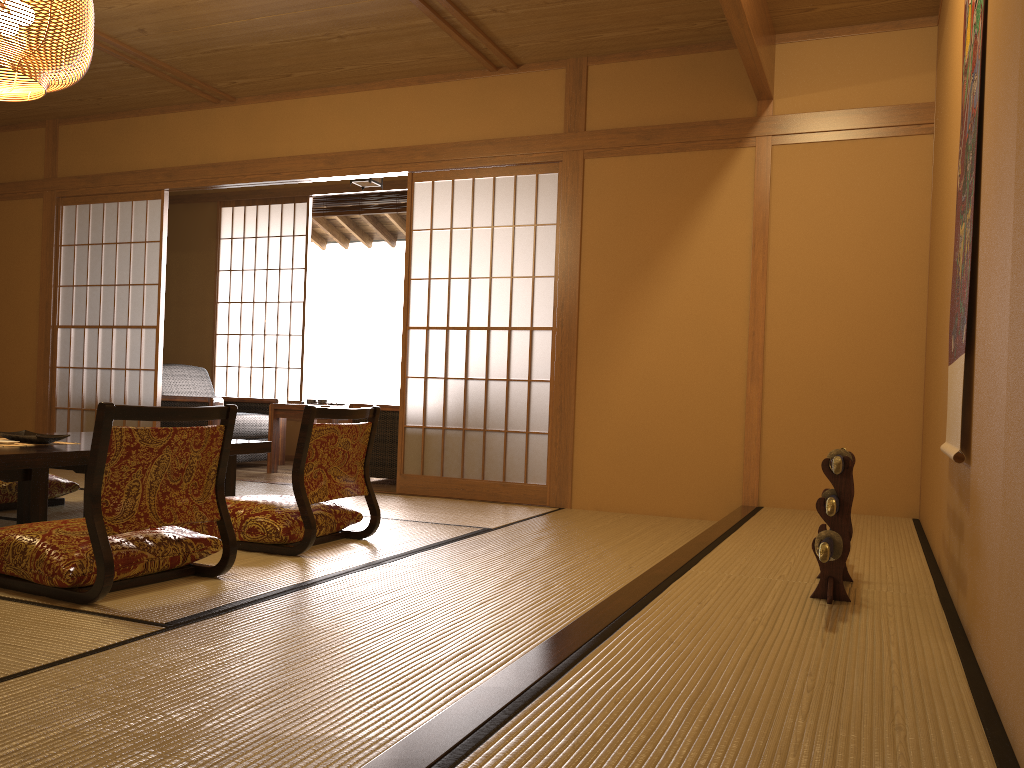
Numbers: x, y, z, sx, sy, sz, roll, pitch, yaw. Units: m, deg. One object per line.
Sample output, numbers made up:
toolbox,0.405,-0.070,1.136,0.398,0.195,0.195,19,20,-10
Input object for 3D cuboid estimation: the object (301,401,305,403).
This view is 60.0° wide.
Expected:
object,-1.546,0.139,6.562,0.015,0.018,0.050,2,-1,-26

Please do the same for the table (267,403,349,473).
table,-1.401,0.404,6.515,0.540,0.500,0.540,2,0,22

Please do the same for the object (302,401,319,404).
object,-1.481,0.136,6.518,0.130,0.026,0.038,2,-1,7

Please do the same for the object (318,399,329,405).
object,-1.404,0.135,6.609,0.084,0.037,0.084,2,-1,14

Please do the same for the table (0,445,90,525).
table,-2.145,0.387,2.915,0.994,0.356,0.995,2,-1,22

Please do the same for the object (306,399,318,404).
object,-1.498,0.132,6.645,0.084,0.037,0.084,3,-1,-40

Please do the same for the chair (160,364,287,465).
chair,-2.370,0.239,6.874,0.943,0.779,0.872,2,-1,22

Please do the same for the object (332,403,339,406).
object,-1.270,0.146,6.378,0.050,0.018,0.015,2,0,9

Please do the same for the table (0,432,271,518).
table,-1.768,0.416,3.835,0.994,0.356,0.995,2,-1,22

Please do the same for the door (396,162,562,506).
door,-0.197,-0.294,5.179,0.992,1.934,0.040,2,0,22

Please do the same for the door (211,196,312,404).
door,-2.221,-0.695,7.814,0.992,1.873,0.040,2,0,22

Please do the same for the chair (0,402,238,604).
chair,-1.253,0.321,2.713,0.686,0.546,0.582,2,-1,27

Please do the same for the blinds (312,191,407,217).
blinds,-0.832,-1.524,7.318,1.931,0.594,0.048,2,0,22

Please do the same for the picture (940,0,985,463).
picture,1.230,-0.806,2.399,0.034,2.012,0.648,2,0,23

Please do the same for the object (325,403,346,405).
object,-1.292,0.148,6.494,0.131,0.015,0.181,3,-1,-22

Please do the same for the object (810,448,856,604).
object,0.922,0.380,2.525,0.104,0.398,1.021,2,-1,22

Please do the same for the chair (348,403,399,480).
chair,-0.525,0.294,6.116,0.943,0.779,0.872,2,-1,22

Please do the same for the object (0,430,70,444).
object,-1.864,0.206,3.431,0.349,0.039,0.129,1,-1,36

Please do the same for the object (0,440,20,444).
object,-1.893,0.218,3.290,0.099,0.013,0.067,2,-1,6

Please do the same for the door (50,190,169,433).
door,-2.865,-0.374,6.275,0.992,1.934,0.040,2,0,22

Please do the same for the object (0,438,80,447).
object,-1.957,0.222,3.379,0.401,0.003,0.398,2,-1,22

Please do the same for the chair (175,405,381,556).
chair,-0.934,0.347,3.503,0.699,0.546,0.583,2,0,21

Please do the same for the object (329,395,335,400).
object,-1.378,0.113,6.615,0.117,0.068,0.038,2,0,-12

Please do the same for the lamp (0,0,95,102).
lamp,-1.949,-1.517,3.212,0.799,0.826,0.798,2,-1,-44

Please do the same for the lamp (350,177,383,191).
lamp,-1.029,-1.747,6.338,0.330,0.681,0.330,2,0,22

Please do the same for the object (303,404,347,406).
object,-1.391,0.154,6.513,0.401,0.003,0.300,2,-1,22

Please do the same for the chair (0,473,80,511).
chair,-2.535,0.300,4.225,0.686,0.546,0.582,2,-1,27
